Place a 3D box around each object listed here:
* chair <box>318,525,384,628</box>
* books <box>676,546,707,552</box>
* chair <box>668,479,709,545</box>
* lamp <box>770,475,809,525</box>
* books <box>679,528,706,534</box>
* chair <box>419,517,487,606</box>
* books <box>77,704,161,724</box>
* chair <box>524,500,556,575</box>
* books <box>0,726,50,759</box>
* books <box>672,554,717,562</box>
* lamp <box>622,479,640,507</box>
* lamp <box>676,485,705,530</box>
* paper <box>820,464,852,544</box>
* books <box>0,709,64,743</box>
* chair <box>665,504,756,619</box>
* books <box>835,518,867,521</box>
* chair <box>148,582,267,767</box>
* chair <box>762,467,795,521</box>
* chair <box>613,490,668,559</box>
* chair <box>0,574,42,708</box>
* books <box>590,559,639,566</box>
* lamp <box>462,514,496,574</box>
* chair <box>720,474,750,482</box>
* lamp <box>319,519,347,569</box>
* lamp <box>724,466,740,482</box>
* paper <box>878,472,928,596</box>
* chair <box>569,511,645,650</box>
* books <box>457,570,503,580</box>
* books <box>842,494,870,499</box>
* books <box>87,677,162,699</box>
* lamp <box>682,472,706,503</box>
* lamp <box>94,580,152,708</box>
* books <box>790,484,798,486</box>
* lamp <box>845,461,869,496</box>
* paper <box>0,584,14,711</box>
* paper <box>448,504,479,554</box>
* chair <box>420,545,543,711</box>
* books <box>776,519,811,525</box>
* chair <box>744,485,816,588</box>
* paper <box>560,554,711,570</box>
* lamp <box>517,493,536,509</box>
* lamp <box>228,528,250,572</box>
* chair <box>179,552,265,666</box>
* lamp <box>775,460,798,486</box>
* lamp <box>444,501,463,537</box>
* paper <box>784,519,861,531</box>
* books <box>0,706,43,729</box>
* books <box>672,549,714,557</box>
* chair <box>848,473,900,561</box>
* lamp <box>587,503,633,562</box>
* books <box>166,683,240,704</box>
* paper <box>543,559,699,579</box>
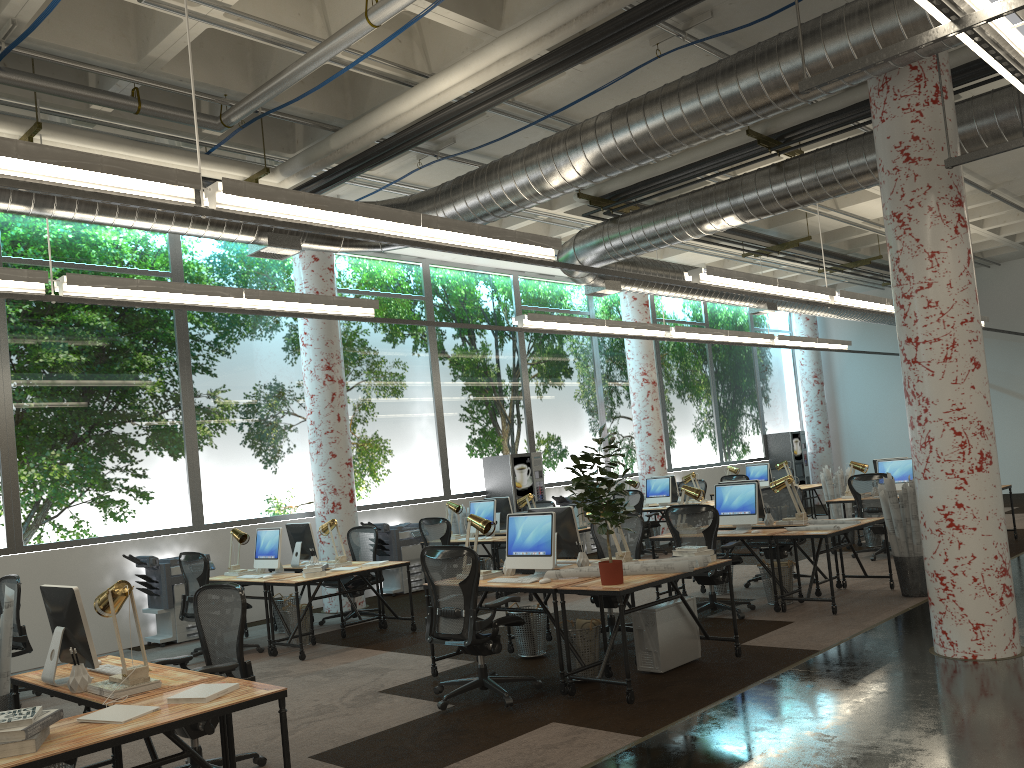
[{"bbox_3d":[-1.838,2.208,10.261,0.772,1.083,0.792,-7,-4,27],"label":"chair"},{"bbox_3d":[1.340,1.231,6.620,0.186,0.030,0.152,-10,-7,42],"label":"books"},{"bbox_3d":[3.092,2.216,15.379,0.772,1.083,0.792,-7,-4,27],"label":"chair"},{"bbox_3d":[2.927,1.243,9.156,0.208,0.609,0.530,-4,-4,-27],"label":"lamp"},{"bbox_3d":[1.868,1.543,9.301,0.310,0.038,0.225,-11,-8,44],"label":"books"},{"bbox_3d":[-0.798,2.184,11.075,0.772,1.083,0.792,-7,-4,27],"label":"chair"},{"bbox_3d":[-1.606,1.348,3.619,0.244,0.019,0.205,-8,-6,21],"label":"books"},{"bbox_3d":[0.328,2.211,12.510,0.772,1.083,0.792,-7,-4,27],"label":"chair"},{"bbox_3d":[-1.850,1.324,3.284,0.200,0.050,0.273,-4,-6,-19],"label":"books"},{"bbox_3d":[1.354,1.307,6.600,0.272,0.050,0.200,-10,-7,41],"label":"books"},{"bbox_3d":[1.938,1.883,14.767,0.218,0.609,0.530,-4,-4,-27],"label":"lamp"},{"bbox_3d":[1.830,1.369,9.338,0.208,0.609,0.530,-4,-4,-27],"label":"lamp"},{"bbox_3d":[4.805,1.760,13.030,0.441,1.195,0.412,-7,-3,22],"label":"paper"},{"bbox_3d":[-1.837,1.277,3.307,0.193,0.044,0.258,-6,-5,1],"label":"books"},{"bbox_3d":[1.853,1.675,8.513,0.772,1.083,0.792,-7,-4,27],"label":"chair"},{"bbox_3d":[3.422,1.368,8.946,0.243,0.019,0.206,-5,-6,-9],"label":"books"},{"bbox_3d":[-1.753,1.681,4.899,0.772,1.083,0.792,-7,-4,27],"label":"chair"},{"bbox_3d":[5.344,2.220,17.717,0.772,1.083,0.792,-7,-4,27],"label":"chair"},{"bbox_3d":[1.966,2.189,13.944,0.772,1.083,0.792,-7,-4,27],"label":"chair"},{"bbox_3d":[-4.461,2.203,7.538,0.772,1.083,0.792,-7,-4,27],"label":"chair"},{"bbox_3d":[0.797,1.393,6.878,0.310,0.038,0.225,-11,-8,44],"label":"books"},{"bbox_3d":[-0.301,1.335,7.036,0.218,0.609,0.530,-4,-4,-27],"label":"lamp"},{"bbox_3d":[4.218,2.192,16.282,0.772,1.083,0.792,-7,-4,27],"label":"chair"},{"bbox_3d":[-1.890,1.749,9.469,0.208,0.609,0.530,-4,-4,-27],"label":"lamp"},{"bbox_3d":[4.190,1.887,17.105,0.218,0.609,0.530,-4,-4,-27],"label":"lamp"},{"bbox_3d":[3.790,1.421,8.485,0.441,1.195,0.412,-7,-3,22],"label":"paper"},{"bbox_3d":[0.853,1.668,7.648,0.772,1.083,0.792,-7,-4,27],"label":"chair"},{"bbox_3d":[-0.258,1.509,7.000,0.310,0.038,0.225,-11,-8,44],"label":"books"},{"bbox_3d":[4.698,1.534,12.097,0.310,0.038,0.225,-11,-8,44],"label":"books"},{"bbox_3d":[-1.809,1.406,4.129,0.310,0.038,0.225,-11,-8,44],"label":"books"},{"bbox_3d":[3.044,1.757,14.589,0.218,0.609,0.530,-4,-4,-27],"label":"lamp"},{"bbox_3d":[-1.801,1.222,4.109,0.218,0.609,0.530,-4,-4,-27],"label":"lamp"},{"bbox_3d":[5.288,1.945,16.947,0.310,0.038,0.225,-11,-8,44],"label":"books"},{"bbox_3d":[4.655,1.360,12.132,0.218,0.609,0.530,-4,-4,-27],"label":"lamp"},{"bbox_3d":[-3.651,1.922,6.075,0.441,1.195,0.412,-7,-3,22],"label":"paper"},{"bbox_3d":[-0.675,2.278,12.796,0.441,1.195,0.412,-7,-3,22],"label":"paper"},{"bbox_3d":[-0.273,1.640,6.213,0.772,1.083,0.792,-7,-4,27],"label":"chair"},{"bbox_3d":[2.924,1.427,9.179,0.310,0.038,0.225,-11,-8,44],"label":"books"},{"bbox_3d":[2.979,1.702,9.948,0.772,1.083,0.792,-7,-4,27],"label":"chair"},{"bbox_3d":[0.863,1.317,6.386,1.135,0.082,0.083,-6,-4,9],"label":"paper"},{"bbox_3d":[0.280,1.752,11.720,0.218,0.609,0.530,-4,-4,-27],"label":"lamp"},{"bbox_3d":[-2.991,1.875,9.649,0.218,0.609,0.530,-4,-4,-27],"label":"lamp"},{"bbox_3d":[-2.964,2.180,8.826,0.772,1.083,0.792,-7,-4,27],"label":"chair"},{"bbox_3d":[5.296,1.761,16.927,0.218,0.609,0.530,-4,-4,-27],"label":"lamp"},{"bbox_3d":[-0.821,1.878,11.900,0.208,0.609,0.530,-4,-4,-27],"label":"lamp"},{"bbox_3d":[2.988,1.352,8.504,0.570,0.061,0.625,-10,-7,41],"label":"paper"},{"bbox_3d":[-1.855,1.247,3.305,0.152,0.030,0.186,-4,-6,-18],"label":"books"},{"bbox_3d":[1.355,1.262,6.629,0.192,0.044,0.258,-3,-6,-29],"label":"books"},{"bbox_3d":[4.683,1.666,11.309,0.772,1.083,0.792,-7,-4,27],"label":"chair"},{"bbox_3d":[0.800,1.209,6.856,0.208,0.609,0.530,-4,-4,-27],"label":"lamp"},{"bbox_3d":[-1.337,1.340,3.838,0.200,0.024,0.235,-7,-6,17],"label":"books"},{"bbox_3d":[0.747,1.317,6.266,1.136,0.082,0.083,-7,-4,19],"label":"paper"}]
